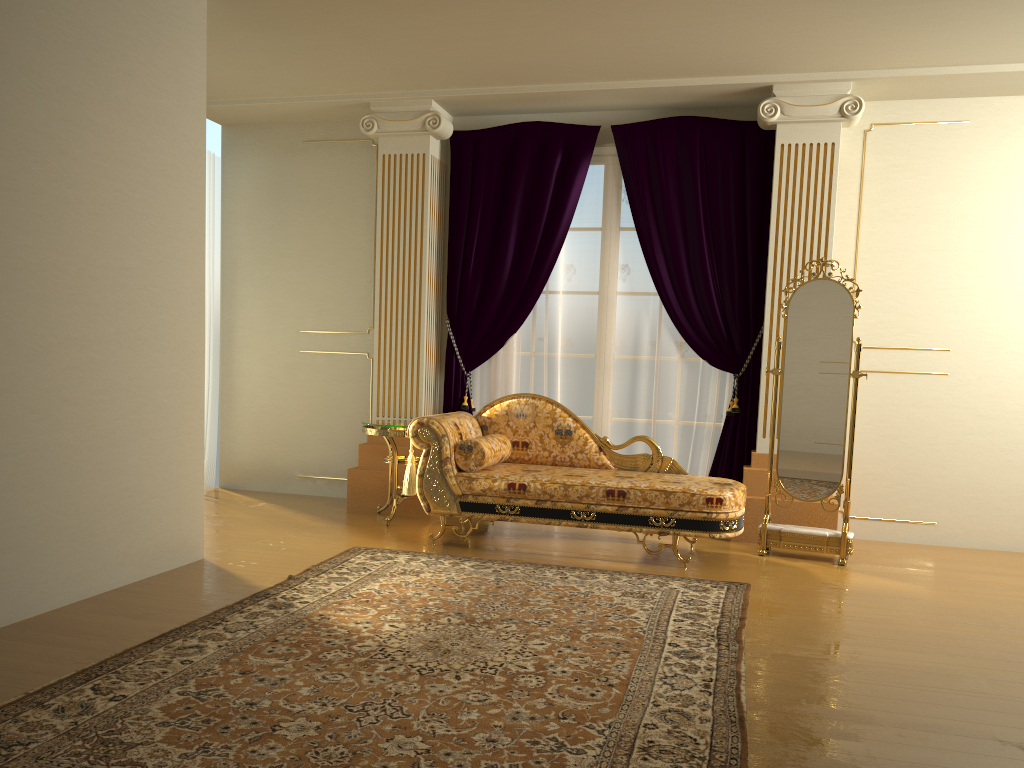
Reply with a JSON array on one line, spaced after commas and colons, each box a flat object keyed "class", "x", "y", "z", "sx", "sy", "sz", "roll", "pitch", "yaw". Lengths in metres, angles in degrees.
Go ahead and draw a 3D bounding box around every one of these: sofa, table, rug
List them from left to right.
[{"class": "table", "x": -0.700, "y": 0.573, "z": 5.764, "sx": 0.571, "sy": 0.646, "sz": 0.568, "roll": 0, "pitch": 4, "yaw": -30}, {"class": "rug", "x": -0.238, "y": 0.954, "z": 3.154, "sx": 2.115, "sy": 0.017, "sz": 3.069, "roll": 2, "pitch": 1, "yaw": 15}, {"class": "sofa", "x": 0.369, "y": 0.510, "z": 5.062, "sx": 1.891, "sy": 0.876, "sz": 0.691, "roll": 3, "pitch": 4, "yaw": 15}]

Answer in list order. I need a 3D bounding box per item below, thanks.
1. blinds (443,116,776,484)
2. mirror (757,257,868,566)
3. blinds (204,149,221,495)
[{"class": "blinds", "x": 0.584, "y": -0.390, "z": 5.928, "sx": 2.233, "sy": 2.668, "sz": 0.337, "roll": 3, "pitch": 5, "yaw": 15}, {"class": "mirror", "x": 1.700, "y": 0.145, "z": 4.989, "sx": 0.540, "sy": 1.709, "sz": 0.242, "roll": 4, "pitch": 6, "yaw": 25}, {"class": "blinds", "x": -2.462, "y": -0.424, "z": 5.677, "sx": 0.164, "sy": 2.519, "sz": 2.158, "roll": 4, "pitch": 4, "yaw": 17}]
